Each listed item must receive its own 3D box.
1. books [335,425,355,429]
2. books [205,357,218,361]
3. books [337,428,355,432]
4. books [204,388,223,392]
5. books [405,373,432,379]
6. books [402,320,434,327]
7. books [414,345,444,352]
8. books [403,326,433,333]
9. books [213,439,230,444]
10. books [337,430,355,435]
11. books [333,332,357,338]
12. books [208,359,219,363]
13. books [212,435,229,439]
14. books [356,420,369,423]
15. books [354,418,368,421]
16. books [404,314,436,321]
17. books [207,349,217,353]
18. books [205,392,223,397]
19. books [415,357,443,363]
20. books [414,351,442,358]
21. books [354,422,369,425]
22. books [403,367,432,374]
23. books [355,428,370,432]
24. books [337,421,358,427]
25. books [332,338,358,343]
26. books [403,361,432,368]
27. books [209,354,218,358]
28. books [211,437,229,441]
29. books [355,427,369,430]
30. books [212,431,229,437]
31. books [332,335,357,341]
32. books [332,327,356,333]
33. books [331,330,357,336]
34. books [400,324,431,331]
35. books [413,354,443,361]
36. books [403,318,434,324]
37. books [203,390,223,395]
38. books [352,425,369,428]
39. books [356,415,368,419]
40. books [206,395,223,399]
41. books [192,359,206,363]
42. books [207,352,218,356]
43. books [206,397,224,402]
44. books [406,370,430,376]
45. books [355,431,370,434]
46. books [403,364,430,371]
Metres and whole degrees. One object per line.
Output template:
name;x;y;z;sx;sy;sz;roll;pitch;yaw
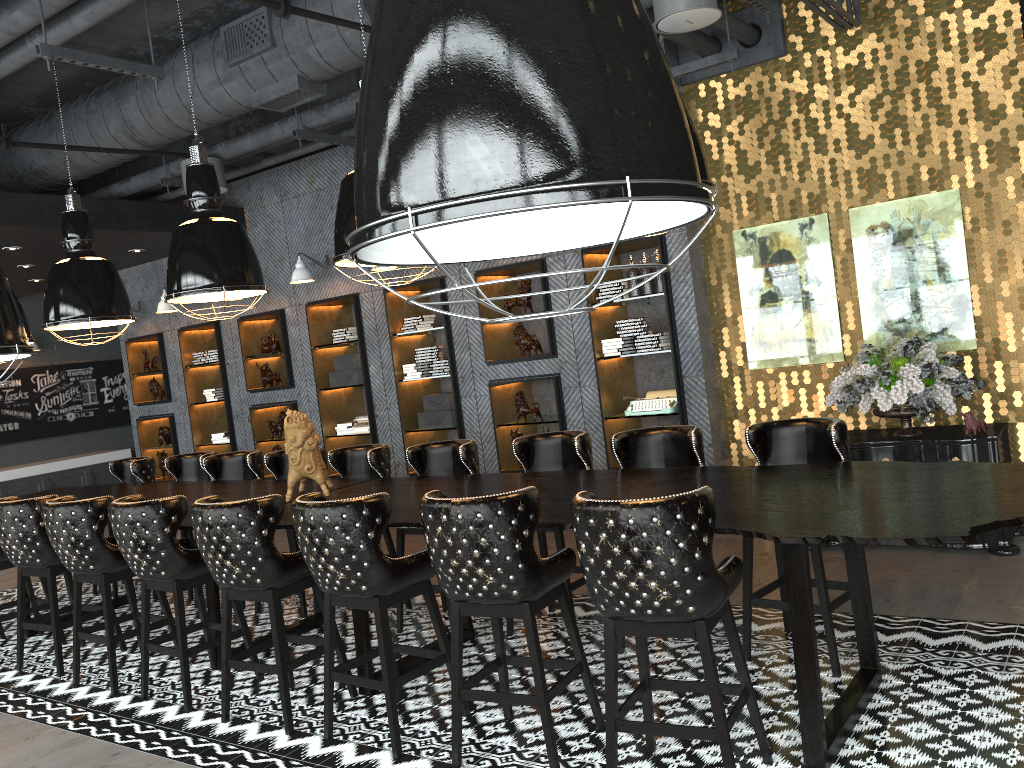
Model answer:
books;-1.696;0.440;9.237;0.175;0.024;0.243;-6;3;34
books;-3.395;-0.303;10.290;0.245;0.028;0.194;-6;2;22
books;-1.689;0.464;9.206;0.227;0.024;0.166;-7;2;3
books;-3.446;0.063;10.367;0.193;0.028;0.246;-6;3;28
books;-0.893;-0.077;8.552;0.193;0.028;0.246;-6;3;28
books;-0.905;-0.580;8.559;0.245;0.028;0.194;-5;3;43
books;-0.796;-0.342;8.504;0.245;0.028;0.194;-7;2;10
books;-0.902;-0.523;8.540;0.194;0.028;0.245;-9;3;-39
books;-3.357;0.659;10.395;0.243;0.034;0.179;-7;2;4
books;-1.668;0.491;9.205;0.243;0.034;0.180;-7;2;14
books;-1.682;-0.503;9.100;0.245;0.028;0.194;-6;3;26
books;-3.369;-0.278;10.297;0.245;0.028;0.194;-7;2;14
books;-3.370;0.607;10.414;0.175;0.024;0.243;-6;3;26
books;-1.449;0.369;9.022;0.247;0.023;0.244;-6;2;20
books;-1.470;0.351;9.004;0.206;0.020;0.197;-6;3;37
books;-0.892;-0.639;8.567;0.245;0.028;0.194;-6;3;35
books;-3.382;-0.390;10.293;0.245;0.028;0.193;-7;2;7
books;-3.423;0.117;10.356;0.193;0.028;0.246;-6;3;35
books;-0.791;-0.229;8.485;0.245;0.028;0.193;-7;2;4
books;-0.803;-0.285;8.517;0.245;0.028;0.193;-7;2;5
books;-1.474;0.395;9.013;0.197;0.023;0.248;-9;3;-38
books;-0.898;-0.134;8.571;0.193;0.028;0.246;-5;3;41
books;-1.465;0.458;9.008;0.224;0.021;0.159;-5;3;44
books;-1.681;0.413;9.200;0.179;0.029;0.225;-6;2;20
books;-1.694;-0.445;9.115;0.245;0.028;0.194;-6;3;35
books;-0.903;-0.189;8.554;0.193;0.028;0.246;-5;3;42
books;-3.369;-0.337;10.335;0.245;0.028;0.194;-7;2;17
books;-3.378;0.632;10.396;0.227;0.024;0.166;-6;2;21
books;-1.469;0.437;9.008;0.228;0.022;0.203;-5;3;38
books;-3.379;0.582;10.395;0.179;0.029;0.225;-7;2;18
books;-1.696;-0.473;9.101;0.194;0.028;0.245;-9;3;-44
books;-1.692;-0.558;9.100;0.245;0.028;0.194;-5;3;38
books;-1.710;-0.529;9.141;0.245;0.028;0.194;-5;3;41
books;-0.929;-0.549;8.555;0.194;0.028;0.245;-9;3;-44
books;-0.801;-0.255;8.479;0.245;0.028;0.193;-7;2;7
books;-0.900;-0.610;8.565;0.245;0.028;0.194;-6;3;27
books;-3.449;0.092;10.358;0.193;0.028;0.246;-5;3;38
books;-1.473;0.417;9.001;0.264;0.019;0.205;-6;3;34
books;-1.463;0.328;9.025;0.212;0.024;0.185;-6;3;30
books;-3.399;0.144;10.317;0.193;0.028;0.246;-5;3;44
books;-3.630;-0.280;10.464;0.194;0.028;0.245;-9;3;-43
books;-3.380;-0.362;10.295;0.245;0.028;0.194;-7;2;15
books;-3.410;0.172;10.366;0.193;0.028;0.246;-6;3;31
books;-0.864;-0.108;8.528;0.193;0.028;0.246;-6;3;34
books;-1.460;0.478;8.999;0.228;0.023;0.167;-6;3;35
books;-0.895;-0.161;8.527;0.246;0.028;0.193;-9;3;-42
